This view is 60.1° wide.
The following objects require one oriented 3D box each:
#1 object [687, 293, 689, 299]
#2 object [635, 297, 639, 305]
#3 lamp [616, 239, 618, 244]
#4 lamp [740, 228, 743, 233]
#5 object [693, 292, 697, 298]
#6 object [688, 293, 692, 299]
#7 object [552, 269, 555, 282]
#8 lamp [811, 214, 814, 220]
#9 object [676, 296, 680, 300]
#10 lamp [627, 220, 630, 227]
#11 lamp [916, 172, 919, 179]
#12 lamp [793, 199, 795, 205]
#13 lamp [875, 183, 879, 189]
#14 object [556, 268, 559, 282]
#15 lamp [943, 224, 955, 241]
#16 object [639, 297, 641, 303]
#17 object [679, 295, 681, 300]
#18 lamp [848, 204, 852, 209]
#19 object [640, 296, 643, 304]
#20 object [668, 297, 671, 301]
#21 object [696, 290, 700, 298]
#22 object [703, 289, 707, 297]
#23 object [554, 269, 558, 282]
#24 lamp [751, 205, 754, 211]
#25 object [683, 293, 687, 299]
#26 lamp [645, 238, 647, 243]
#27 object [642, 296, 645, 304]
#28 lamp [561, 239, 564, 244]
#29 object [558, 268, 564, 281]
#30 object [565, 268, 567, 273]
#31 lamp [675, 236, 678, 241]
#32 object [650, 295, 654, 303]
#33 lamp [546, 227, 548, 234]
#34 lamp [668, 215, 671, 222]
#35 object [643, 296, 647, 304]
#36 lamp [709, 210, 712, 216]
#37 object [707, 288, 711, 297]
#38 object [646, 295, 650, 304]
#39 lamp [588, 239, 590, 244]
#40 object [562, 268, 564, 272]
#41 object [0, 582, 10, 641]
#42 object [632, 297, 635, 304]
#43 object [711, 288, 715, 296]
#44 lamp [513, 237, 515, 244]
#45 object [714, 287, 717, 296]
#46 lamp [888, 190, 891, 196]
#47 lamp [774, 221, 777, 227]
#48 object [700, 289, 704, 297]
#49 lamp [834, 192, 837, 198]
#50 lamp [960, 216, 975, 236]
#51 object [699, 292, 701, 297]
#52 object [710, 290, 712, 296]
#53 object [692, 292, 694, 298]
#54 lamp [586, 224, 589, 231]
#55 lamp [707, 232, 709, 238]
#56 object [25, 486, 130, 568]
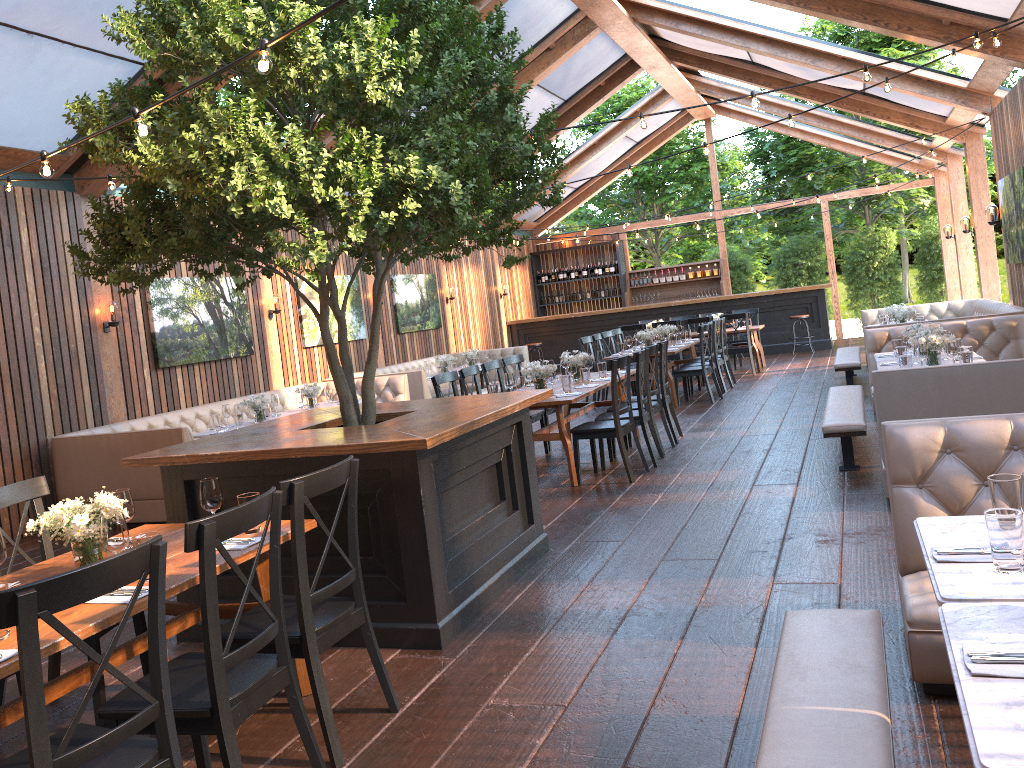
[{"bbox_3d":[4.095,-2.041,20.474,0.097,0.134,0.097,-7,2,8],"label":"object"},{"bbox_3d":[2.912,-1.936,20.615,0.069,0.185,0.070,-6,2,26],"label":"object"},{"bbox_3d":[2.435,-3.305,20.548,0.056,0.119,0.062,-6,2,27],"label":"lamp"},{"bbox_3d":[4.839,-3.246,18.684,0.056,0.121,0.056,-7,2,-10],"label":"lamp"},{"bbox_3d":[4.207,-2.040,20.306,0.097,0.134,0.097,-7,2,8],"label":"object"},{"bbox_3d":[4.097,-2.029,20.330,0.097,0.134,0.097,-7,2,8],"label":"object"},{"bbox_3d":[1.001,-2.609,21.340,0.078,0.312,0.078,-7,1,17],"label":"object"},{"bbox_3d":[6.019,-3.358,17.743,0.056,0.120,0.056,-7,2,-13],"label":"lamp"},{"bbox_3d":[3.848,-1.991,20.448,0.123,0.096,0.124,-5,4,33],"label":"object"},{"bbox_3d":[2.166,-2.994,16.493,0.056,0.120,0.056,-8,2,-22],"label":"lamp"},{"bbox_3d":[7.401,-3.812,16.167,0.056,0.117,0.067,-6,2,29],"label":"lamp"},{"bbox_3d":[5.179,-3.351,16.272,0.056,0.121,0.056,-6,2,38],"label":"lamp"},{"bbox_3d":[6.678,-3.623,16.188,0.056,0.121,0.056,-7,2,0],"label":"lamp"},{"bbox_3d":[1.109,-2.639,21.407,0.087,0.334,0.087,-7,1,2],"label":"object"},{"bbox_3d":[7.989,-2.763,16.175,0.177,0.320,0.147,-6,2,22],"label":"lamp"},{"bbox_3d":[3.003,-1.953,20.679,0.069,0.185,0.070,-6,2,26],"label":"object"},{"bbox_3d":[3.881,-2.008,20.600,0.123,0.096,0.124,-5,4,33],"label":"object"},{"bbox_3d":[6.590,-3.463,17.245,0.064,0.118,0.057,-6,2,24],"label":"lamp"},{"bbox_3d":[3.003,-1.944,20.581,0.069,0.185,0.070,-6,2,26],"label":"object"},{"bbox_3d":[3.672,-1.987,20.650,0.123,0.096,0.124,-5,4,33],"label":"object"},{"bbox_3d":[4.229,-2.050,20.090,0.073,0.181,0.073,-7,1,-4],"label":"object"},{"bbox_3d":[4.380,-2.064,20.031,0.073,0.181,0.073,-7,1,-4],"label":"object"},{"bbox_3d":[1.062,-2.606,21.271,0.075,0.302,0.076,-6,1,38],"label":"object"},{"bbox_3d":[4.429,-3.250,16.322,0.056,0.121,0.056,-6,2,40],"label":"lamp"},{"bbox_3d":[3.986,-2.020,20.380,0.097,0.134,0.097,-7,2,8],"label":"object"},{"bbox_3d":[3.037,-3.255,20.083,0.056,0.119,0.061,-6,2,21],"label":"lamp"},{"bbox_3d":[3.083,-1.960,20.654,0.069,0.185,0.070,-6,2,26],"label":"object"},{"bbox_3d":[1.223,-3.463,21.463,0.056,0.117,0.067,-7,2,8],"label":"lamp"},{"bbox_3d":[1.182,-2.628,21.293,0.136,0.315,0.136,-7,2,-17],"label":"object"},{"bbox_3d":[1.316,-2.642,21.333,0.075,0.302,0.076,-6,1,38],"label":"object"},{"bbox_3d":[3.650,-3.229,19.628,0.056,0.121,0.056,-8,2,-36],"label":"lamp"},{"bbox_3d":[3.248,-1.967,20.491,0.069,0.185,0.070,-6,2,26],"label":"object"},{"bbox_3d":[0.654,-2.879,16.620,0.057,0.119,0.059,-8,2,-25],"label":"lamp"},{"bbox_3d":[2.925,-3.075,16.422,0.056,0.120,0.056,-6,2,27],"label":"lamp"},{"bbox_3d":[3.091,-1.954,20.568,0.069,0.185,0.070,-6,2,26],"label":"object"},{"bbox_3d":[3.677,-3.161,16.375,0.056,0.121,0.056,-8,2,-43],"label":"lamp"},{"bbox_3d":[4.456,-2.070,20.001,0.073,0.181,0.073,-7,1,-4],"label":"object"},{"bbox_3d":[3.154,-1.957,20.512,0.069,0.185,0.070,-6,2,26],"label":"object"},{"bbox_3d":[1.833,-3.375,21.019,0.058,0.119,0.056,-8,2,-24],"label":"lamp"},{"bbox_3d":[1.239,-2.650,21.404,0.081,0.323,0.081,-7,1,0],"label":"object"},{"bbox_3d":[-1.540,0.682,2.631,0.092,0.158,0.091,-9,3,-42],"label":"object"},{"bbox_3d":[2.835,-1.930,20.653,0.069,0.185,0.070,-6,2,26],"label":"object"},{"bbox_3d":[4.535,-2.079,19.987,0.073,0.181,0.073,-7,1,-4],"label":"object"},{"bbox_3d":[0.028,-2.543,15.686,0.056,0.121,0.056,-6,2,37],"label":"lamp"},{"bbox_3d":[4.591,-2.081,19.936,0.073,0.181,0.073,-7,1,-4],"label":"object"},{"bbox_3d":[7.159,-3.627,16.781,0.056,0.120,0.057,-6,2,30],"label":"lamp"},{"bbox_3d":[5.424,-3.288,18.207,0.056,0.121,0.056,-7,2,-16],"label":"lamp"},{"bbox_3d":[4.300,-2.056,20.052,0.073,0.181,0.073,-7,1,-4],"label":"object"},{"bbox_3d":[5.932,-3.472,16.230,0.056,0.121,0.056,-7,2,15],"label":"lamp"},{"bbox_3d":[6.998,-2.427,13.604,0.177,0.320,0.147,-6,2,22],"label":"lamp"},{"bbox_3d":[4.304,-2.048,20.259,0.097,0.134,0.097,-7,2,8],"label":"object"},{"bbox_3d":[4.526,-2.069,20.190,0.097,0.134,0.097,-7,2,8],"label":"object"},{"bbox_3d":[4.199,-2.049,20.418,0.097,0.134,0.097,-7,2,8],"label":"object"},{"bbox_3d":[1.411,-2.927,16.556,0.056,0.120,0.056,-7,2,-18],"label":"lamp"},{"bbox_3d":[4.238,-3.222,19.142,0.059,0.119,0.056,-7,2,-6],"label":"lamp"},{"bbox_3d":[-1.593,0.556,3.296,0.328,0.309,0.338,-5,4,37],"label":"object"}]
